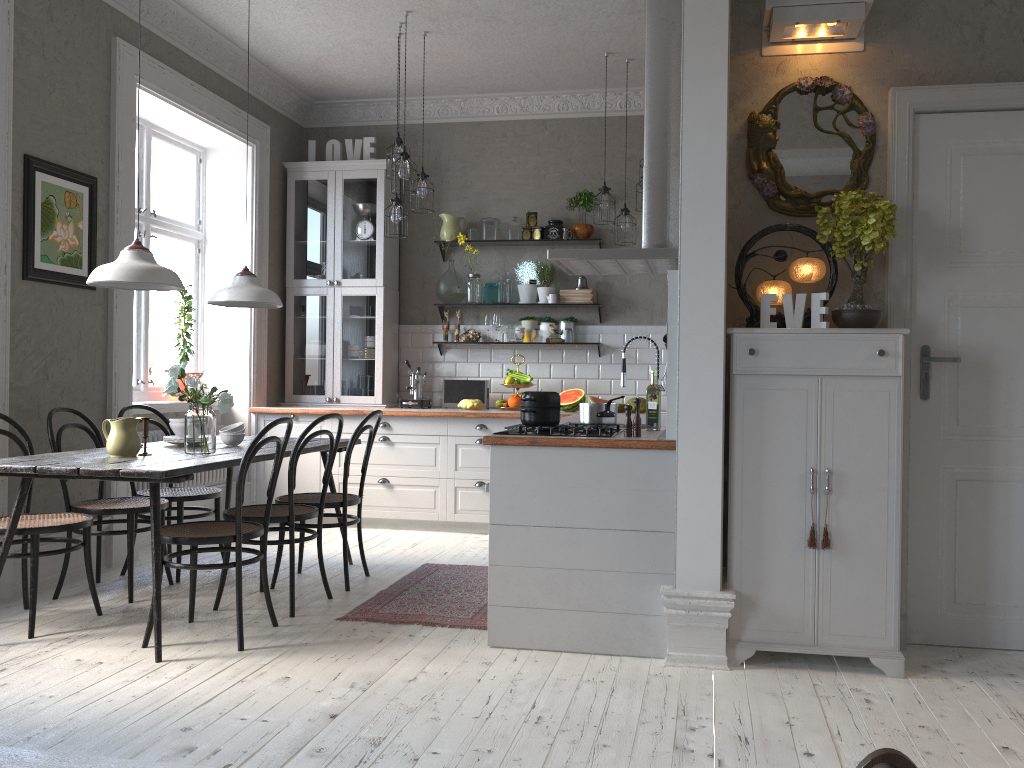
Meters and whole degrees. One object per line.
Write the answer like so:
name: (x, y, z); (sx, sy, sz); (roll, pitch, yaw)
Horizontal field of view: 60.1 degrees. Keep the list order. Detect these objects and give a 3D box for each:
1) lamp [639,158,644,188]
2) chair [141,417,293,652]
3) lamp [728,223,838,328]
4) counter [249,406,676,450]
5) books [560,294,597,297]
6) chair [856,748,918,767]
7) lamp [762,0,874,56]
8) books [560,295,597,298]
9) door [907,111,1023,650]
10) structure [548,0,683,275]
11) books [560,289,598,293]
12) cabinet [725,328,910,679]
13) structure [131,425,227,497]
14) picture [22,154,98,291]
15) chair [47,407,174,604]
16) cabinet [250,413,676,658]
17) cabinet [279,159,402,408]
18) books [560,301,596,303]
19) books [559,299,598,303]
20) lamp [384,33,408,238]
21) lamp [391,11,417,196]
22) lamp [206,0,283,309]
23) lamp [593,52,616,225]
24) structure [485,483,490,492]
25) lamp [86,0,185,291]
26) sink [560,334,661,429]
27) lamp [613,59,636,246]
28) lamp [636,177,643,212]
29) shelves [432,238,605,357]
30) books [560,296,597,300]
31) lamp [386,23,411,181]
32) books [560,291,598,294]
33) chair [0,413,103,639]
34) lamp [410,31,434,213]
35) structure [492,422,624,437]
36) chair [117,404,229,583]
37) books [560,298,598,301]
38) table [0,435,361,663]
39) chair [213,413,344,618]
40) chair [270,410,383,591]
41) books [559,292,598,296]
lamp: (0.953, -2.208, 6.001); (0.148, 1.735, 0.145); (1, 0, -17)
chair: (-1.204, 0.592, 3.673); (0.546, 0.920, 0.440); (1, 0, 9)
lamp: (1.112, -0.374, 3.610); (0.444, 0.558, 0.174); (1, 0, 18)
counter: (-0.536, 0.213, 5.373); (3.137, 0.039, 3.417); (1, 0, 11)
books: (0.514, -0.682, 6.824); (0.258, 0.011, 0.159); (1, 0, 17)
chair: (-0.109, 0.719, 0.722); (1.009, 0.721, 0.511); (1, 0, 11)
lamp: (1.246, -1.481, 3.635); (0.412, 0.171, 0.221); (1, 0, 11)
books: (0.514, -0.672, 6.824); (0.258, 0.011, 0.159); (1, 0, 14)
door: (2.009, -0.015, 3.586); (0.746, 2.183, 0.080); (1, 0, 10)
structure: (0.621, -1.442, 4.906); (0.707, 1.595, 0.717); (1, 0, 11)
books: (0.514, -0.715, 6.824); (0.258, 0.011, 0.159); (1, 0, 17)
cabinet: (1.174, 0.438, 3.501); (0.661, 1.297, 0.387); (1, 0, 11)
structure: (-2.240, 0.509, 5.885); (0.148, 0.428, 1.231); (1, 0, 10)
picture: (-2.331, -0.819, 4.594); (0.020, 0.619, 0.525); (1, 0, 12)
chair: (-1.994, 0.579, 4.400); (0.546, 0.920, 0.440); (1, 0, 9)
cabinet: (-0.068, 0.630, 5.440); (2.027, 0.854, 4.113); (1, 0, -32)
cabinet: (-1.333, -0.757, 7.008); (0.873, 1.921, 0.390); (1, 0, 11)
books: (0.513, -0.628, 6.824); (0.258, 0.011, 0.159); (1, 0, 17)
books: (0.513, -0.639, 6.824); (0.257, 0.016, 0.160); (1, 0, 23)
lamp: (-0.737, -1.817, 5.706); (0.149, 1.735, 0.144); (1, 0, -22)
lamp: (-0.643, -2.024, 5.364); (0.149, 1.735, 0.144); (1, 0, -32)
lamp: (-1.381, -1.337, 4.625); (0.374, 1.858, 0.384); (1, 0, 19)
lamp: (0.635, -1.955, 5.987); (0.143, 1.735, 0.150); (1, 0, 43)
structure: (0.245, 0.560, 3.901); (0.613, 0.623, 0.627); (1, 0, 11)
lamp: (-1.576, -1.336, 3.745); (0.387, 1.858, 0.371); (1, 0, -41)
sink: (0.506, 0.106, 4.519); (0.524, 0.720, 0.490); (1, 0, 11)
lamp: (0.788, -1.830, 6.097); (0.148, 1.735, 0.145); (1, 0, -17)
lamp: (0.947, -2.081, 6.177); (0.150, 1.735, 0.143); (1, 0, -37)
shelves: (0.052, -0.646, 6.901); (1.306, 0.923, 0.230); (1, 0, 10)
books: (0.514, -0.660, 6.824); (0.258, 0.011, 0.159); (1, 0, 17)
lamp: (-0.701, -2.156, 5.537); (0.147, 1.735, 0.146); (1, 0, -2)
books: (0.514, -0.704, 6.824); (0.257, 0.016, 0.160); (1, 0, 20)
chair: (-2.111, 0.579, 3.852); (0.542, 0.920, 0.443); (1, 0, 19)
lamp: (-0.564, -1.973, 5.671); (0.147, 1.735, 0.146); (1, 0, -2)
structure: (0.226, 0.196, 3.909); (0.492, 0.031, 0.610); (1, 0, 12)
chair: (-1.871, 0.578, 4.875); (0.541, 0.920, 0.445); (1, 0, 24)
books: (0.514, -0.650, 6.824); (0.257, 0.016, 0.160); (1, 0, 20)
table: (-1.527, 0.679, 4.294); (0.898, 0.735, 1.935); (1, 0, 12)
chair: (-1.092, 0.592, 4.200); (0.542, 0.920, 0.443); (1, 0, 19)
chair: (-0.969, 0.592, 4.673); (0.546, 0.920, 0.440); (1, 0, 9)
books: (0.514, -0.693, 6.824); (0.257, 0.016, 0.160); (1, 0, 23)
